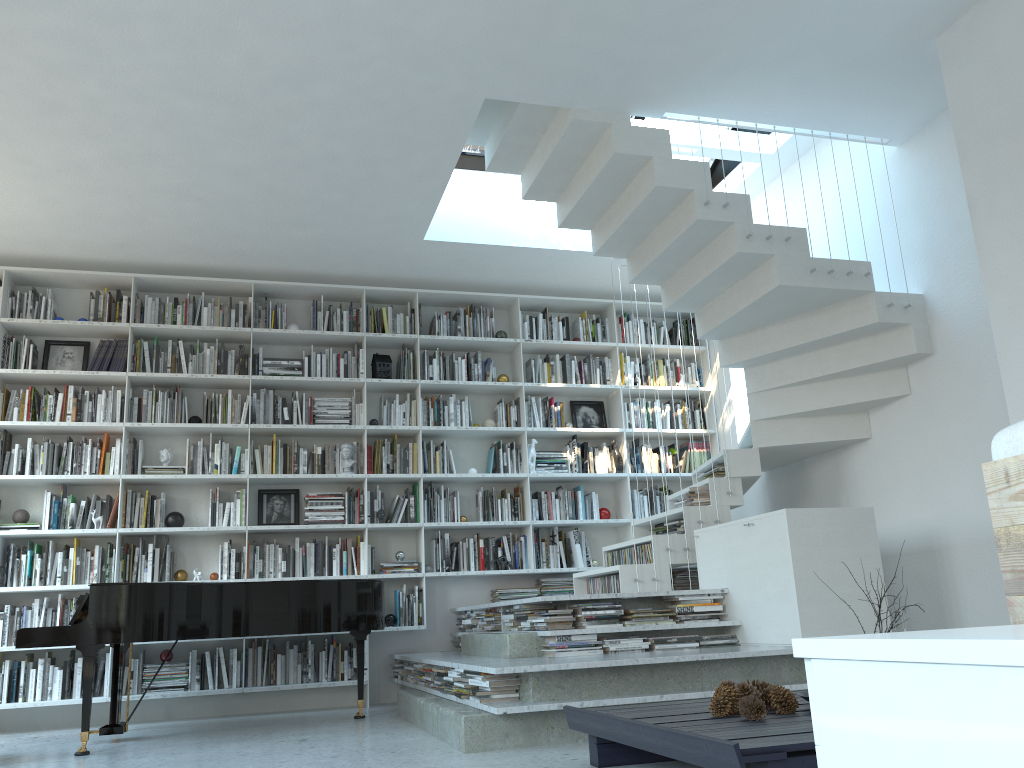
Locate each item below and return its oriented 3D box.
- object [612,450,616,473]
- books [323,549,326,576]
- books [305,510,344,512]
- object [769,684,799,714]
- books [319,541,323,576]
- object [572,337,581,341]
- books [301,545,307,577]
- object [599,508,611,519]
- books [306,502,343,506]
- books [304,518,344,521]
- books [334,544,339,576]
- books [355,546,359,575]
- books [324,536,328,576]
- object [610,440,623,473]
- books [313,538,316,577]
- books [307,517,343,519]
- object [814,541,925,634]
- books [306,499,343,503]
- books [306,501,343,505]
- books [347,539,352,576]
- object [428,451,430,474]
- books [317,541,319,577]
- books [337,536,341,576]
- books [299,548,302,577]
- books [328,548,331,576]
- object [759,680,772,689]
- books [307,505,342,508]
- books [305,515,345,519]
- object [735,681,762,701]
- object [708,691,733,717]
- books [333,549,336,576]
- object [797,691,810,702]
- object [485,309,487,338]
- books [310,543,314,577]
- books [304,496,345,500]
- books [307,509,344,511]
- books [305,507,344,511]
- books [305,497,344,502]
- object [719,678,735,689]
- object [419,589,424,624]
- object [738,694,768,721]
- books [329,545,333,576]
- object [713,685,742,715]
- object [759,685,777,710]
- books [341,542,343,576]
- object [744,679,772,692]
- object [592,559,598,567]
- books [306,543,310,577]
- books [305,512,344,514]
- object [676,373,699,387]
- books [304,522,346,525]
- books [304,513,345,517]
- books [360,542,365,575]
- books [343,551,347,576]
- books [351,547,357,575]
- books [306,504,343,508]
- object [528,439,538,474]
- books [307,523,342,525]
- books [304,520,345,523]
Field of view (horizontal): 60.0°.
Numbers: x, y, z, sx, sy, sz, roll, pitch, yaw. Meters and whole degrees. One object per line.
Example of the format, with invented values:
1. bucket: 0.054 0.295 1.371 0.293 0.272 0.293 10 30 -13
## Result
1. object: 0.824 0.670 7.348 0.022 0.211 0.179 1 -15 -16
2. books: -1.388 1.326 6.527 0.021 0.202 0.128 1 -15 -16
3. books: -1.399 0.959 6.616 0.285 0.012 0.160 0 -15 -11
4. object: 0.878 1.022 2.864 0.083 0.099 0.092 0 -15 -11
5. books: -1.409 1.292 6.515 0.028 0.263 0.162 1 -15 -16
6. object: 0.542 -0.355 7.450 0.071 0.072 0.072 -12 -17 31
7. books: -1.523 1.305 6.490 0.031 0.236 0.159 1 -15 -16
8. object: 0.742 1.062 7.193 0.115 0.116 0.115 9 -19 -37
9. books: -1.403 0.901 6.633 0.254 0.012 0.161 3 -16 -20
10. books: -1.396 1.016 6.601 0.285 0.012 0.160 0 -15 -11
11. books: -1.293 1.309 6.545 0.023 0.234 0.175 1 -15 -16
12. books: -1.151 1.321 6.581 0.011 0.216 0.166 1 -15 -16
13. books: -1.372 1.278 6.534 0.012 0.296 0.178 1 -15 -16
14. object: 0.858 0.599 7.228 0.087 0.287 0.075 -8 -15 18
15. books: -1.457 1.287 6.528 0.014 0.285 0.135 1 -15 -16
16. books: -1.397 1.005 6.605 0.254 0.012 0.161 3 -16 -21
17. object: 1.174 0.766 2.870 0.309 0.520 0.437 -6 -15 13
18. books: -1.404 0.878 6.639 0.254 0.012 0.161 3 -16 -20
19. books: -1.404 0.890 6.638 0.254 0.012 0.161 2 -16 -19
20. books: -1.213 1.295 6.580 0.026 0.271 0.175 1 -15 -16
21. object: -0.659 0.635 6.928 0.013 0.207 0.140 1 -15 -16
22. books: -1.429 1.295 6.515 0.010 0.260 0.182 1 -15 -16
23. books: -1.280 1.284 6.568 0.014 0.293 0.138 1 -15 -16
24. books: -1.550 1.315 6.488 0.025 0.220 0.140 1 -15 -16
25. books: -1.352 1.321 6.526 0.024 0.206 0.183 1 -15 -16
26. object: 0.890 1.080 3.081 0.086 0.100 0.078 10 -20 -41
27. books: -1.402 0.926 6.629 0.254 0.012 0.161 1 -15 -13
28. books: -1.401 0.997 6.618 0.285 0.012 0.160 1 -16 -16
29. object: 0.779 1.040 2.942 0.094 0.108 0.108 -15 -19 39
30. object: 0.673 1.038 2.859 0.082 0.084 0.083 -2 -15 -2
31. books: -1.315 1.323 6.535 0.023 0.204 0.167 1 -15 -16
32. object: 1.154 1.023 2.887 0.430 0.038 0.430 -9 -16 23
33. object: -0.230 -0.457 7.357 0.006 0.297 0.130 1 -15 -16
34. books: -1.468 1.299 6.495 0.026 0.244 0.192 1 -15 -16
35. books: -1.405 0.854 6.643 0.285 0.012 0.160 3 -16 -21
36. books: -1.400 0.948 6.619 0.254 0.012 0.161 3 -16 -21
37. books: -1.400 0.936 6.622 0.285 0.012 0.160 0 -15 -11
38. books: -1.406 0.867 6.647 0.285 0.012 0.160 1 -16 -14
39. object: 0.736 1.052 3.006 0.090 0.105 0.098 -4 -15 4
40. object: -0.668 1.653 6.560 0.011 0.259 0.142 1 -15 -16
41. object: 0.740 0.994 2.719 0.081 0.083 0.099 0 -15 -11
42. books: -1.337 1.311 6.545 0.014 0.234 0.154 1 -15 -16
43. object: 0.708 1.046 2.926 0.110 0.101 0.114 7 -18 -33
44. object: 0.866 1.051 2.969 0.106 0.086 0.091 -2 -15 -2
45. books: -1.268 1.305 6.575 0.014 0.255 0.145 1 -15 -16
46. object: 0.849 1.061 3.035 0.099 0.102 0.097 -17 -20 42
47. object: 0.655 1.439 7.090 0.071 0.072 0.072 -12 -17 31
48. books: -1.500 1.302 6.514 0.025 0.254 0.136 1 -15 -16
49. books: -1.401 0.972 6.619 0.285 0.012 0.160 1 -16 -14
50. object: 1.498 -0.019 7.600 0.203 0.136 0.095 -3 -15 -1
51. books: -1.395 1.039 6.595 0.285 0.012 0.160 3 -16 -21
52. books: -1.401 0.985 6.619 0.285 0.012 0.160 1 -16 -15
53. books: -1.118 1.306 6.589 0.033 0.245 0.176 1 -15 -16
54. books: -1.241 1.334 6.548 0.023 0.182 0.169 1 -15 -16
55. books: -1.176 1.322 6.572 0.042 0.211 0.169 1 -15 -16
56. books: -1.403 0.914 6.632 0.254 0.012 0.161 2 -16 -19
57. object: 0.160 0.576 7.008 0.087 0.287 0.075 -8 -15 18
58. books: -1.396 1.053 6.599 0.254 0.012 0.161 1 -16 -14
59. books: -1.398 1.030 6.607 0.285 0.012 0.160 2 -16 -17
